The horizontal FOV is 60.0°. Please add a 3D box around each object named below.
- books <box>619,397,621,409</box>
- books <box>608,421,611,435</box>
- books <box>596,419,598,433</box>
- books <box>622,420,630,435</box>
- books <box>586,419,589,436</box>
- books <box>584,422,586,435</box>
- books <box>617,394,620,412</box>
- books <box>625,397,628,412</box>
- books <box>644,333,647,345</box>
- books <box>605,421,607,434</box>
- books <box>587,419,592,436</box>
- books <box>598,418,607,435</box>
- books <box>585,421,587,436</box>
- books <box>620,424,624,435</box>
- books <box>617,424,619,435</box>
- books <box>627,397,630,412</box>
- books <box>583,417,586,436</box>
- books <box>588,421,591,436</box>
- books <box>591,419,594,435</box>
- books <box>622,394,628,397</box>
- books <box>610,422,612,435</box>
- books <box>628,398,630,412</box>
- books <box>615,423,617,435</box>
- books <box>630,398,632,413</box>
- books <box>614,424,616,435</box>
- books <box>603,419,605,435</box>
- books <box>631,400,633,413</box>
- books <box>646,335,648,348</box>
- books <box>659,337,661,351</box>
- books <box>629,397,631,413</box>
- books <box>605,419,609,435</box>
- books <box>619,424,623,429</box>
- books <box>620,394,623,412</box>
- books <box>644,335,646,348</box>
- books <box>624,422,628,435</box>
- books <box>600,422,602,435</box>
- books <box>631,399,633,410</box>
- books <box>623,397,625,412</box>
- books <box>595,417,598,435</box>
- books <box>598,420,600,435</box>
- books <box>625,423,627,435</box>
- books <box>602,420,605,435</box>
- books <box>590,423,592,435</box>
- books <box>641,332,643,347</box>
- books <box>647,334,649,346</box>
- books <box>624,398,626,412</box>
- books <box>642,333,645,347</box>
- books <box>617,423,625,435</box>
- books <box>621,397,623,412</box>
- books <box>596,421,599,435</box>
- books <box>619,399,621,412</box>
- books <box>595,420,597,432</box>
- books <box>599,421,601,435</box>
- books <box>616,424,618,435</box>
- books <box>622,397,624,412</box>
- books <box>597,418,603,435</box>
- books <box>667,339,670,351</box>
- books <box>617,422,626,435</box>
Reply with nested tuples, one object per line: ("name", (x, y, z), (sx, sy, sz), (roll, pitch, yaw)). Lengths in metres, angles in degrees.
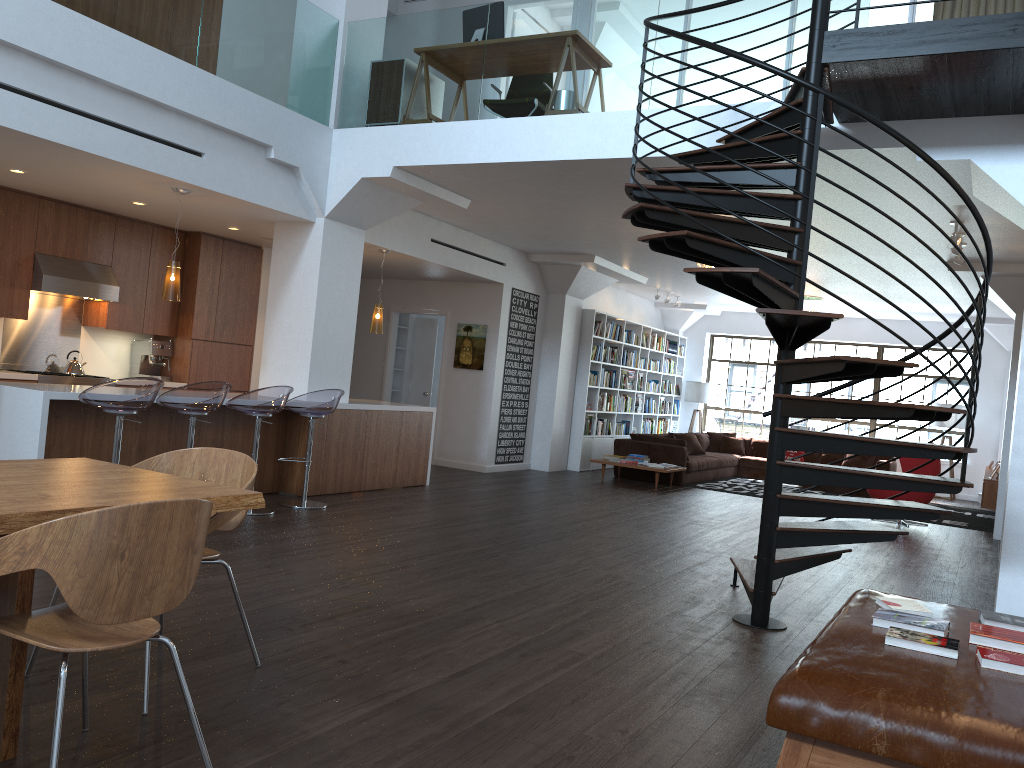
("books", (1.675, 0.322, 14.412), (0.160, 0.250, 0.026), (6, 0, 28))
("books", (1.482, 0.691, 14.148), (0.174, 0.236, 0.142), (6, 0, 28))
("books", (1.234, 0.660, 13.697), (0.160, 0.251, 0.031), (6, 0, 29))
("books", (1.910, 0.734, 14.933), (0.140, 0.231, 0.042), (6, 0, 29))
("books", (1.067, 0.649, 13.370), (0.174, 0.240, 0.054), (6, 0, 29))
("books", (1.024, 0.640, 13.309), (0.160, 0.251, 0.031), (6, 0, 29))
("books", (1.642, 0.302, 14.379), (0.198, 0.284, 0.066), (6, 0, 28))
("books", (1.819, 0.335, 14.678), (0.183, 0.253, 0.034), (6, 0, 28))
("books", (2.233, -0.750, 15.263), (0.160, 0.251, 0.031), (6, 0, 29))
("books", (1.404, 0.686, 14.039), (0.168, 0.231, 0.045), (6, 0, 29))
("books", (1.113, 0.647, 13.473), (0.183, 0.253, 0.042), (6, 0, 29))
("books", (1.394, 0.671, 13.995), (0.180, 0.259, 0.042), (6, 0, 29))
("books", (1.045, 0.655, 13.332), (0.161, 0.223, 0.032), (6, 0, 29))
("books", (1.779, 0.751, 14.682), (0.126, 0.173, 0.032), (6, 0, 29))
("books", (1.674, 0.735, 14.509), (0.134, 0.184, 0.030), (6, 0, 29))
("books", (1.852, 0.335, 14.754), (0.180, 0.259, 0.060), (6, 0, 28))
("books", (0.999, 0.620, 13.278), (0.198, 0.284, 0.049), (6, 0, 29))
("books", (1.106, 0.661, 13.434), (0.161, 0.223, 0.032), (6, 0, 29))
("books", (1.153, 0.651, 13.545), (0.180, 0.251, 0.048), (6, 0, 29))
("books", (1.830, 0.317, 14.713), (0.176, 0.290, 0.036), (6, 0, 28))
("books", (1.514, 0.709, 14.194), (0.161, 0.207, 0.135), (6, 0, 28))
("books", (1.875, 0.342, 14.790), (0.160, 0.250, 0.026), (6, 0, 28))
("books", (1.629, 0.725, 14.419), (0.136, 0.196, 0.045), (6, 0, 29))
("books", (1.912, 0.350, 14.877), (0.174, 0.240, 0.045), (6, 0, 28))
("books", (1.612, 0.726, 14.381), (0.139, 0.191, 0.036), (6, 0, 29))
("books", (1.377, 0.673, 13.959), (0.160, 0.251, 0.039), (6, 0, 29))
("books", (1.943, 0.358, 14.936), (0.168, 0.231, 0.037), (6, 0, 28))
("books", (2.255, -0.735, 15.286), (0.161, 0.223, 0.032), (6, 0, 29))
("books", (2.564, -0.720, 15.867), (0.183, 0.253, 0.034), (6, 0, 29))
("books", (1.894, 0.342, 14.843), (0.183, 0.253, 0.034), (6, 0, 28))
("books", (1.440, 0.678, 14.069), (0.183, 0.253, 0.042), (6, 0, 29))
("books", (1.765, 0.752, 14.657), (0.122, 0.169, 0.023), (6, 0, 29))
("books", (1.702, 0.305, 14.472), (0.176, 0.290, 0.053), (6, 0, 28))
("books", (2.202, -0.731, 15.187), (0.161, 0.207, 0.130), (6, 0, 28))
("books", (1.872, 0.746, 14.857), (0.146, 0.202, 0.027), (6, 0, 29))
("books", (1.312, 0.690, 13.824), (0.161, 0.223, 0.030), (6, 0, 28))
("books", (1.937, 0.361, 14.903), (0.161, 0.223, 0.026), (6, 0, 28))
("books", (1.759, 0.332, 14.578), (0.171, 0.246, 0.057), (6, 0, 28))
("books", (1.209, 0.640, 13.666), (0.198, 0.284, 0.049), (6, 0, 29))
("books", (1.268, 0.672, 13.763), (0.176, 0.231, 0.053), (6, 0, 29))
("books", (1.836, 0.742, 14.783), (0.146, 0.202, 0.027), (6, 0, 29))
("books", (1.361, 0.674, 13.924), (0.171, 0.246, 0.039), (6, 0, 29))
("books", (1.130, 0.664, 13.505), (0.161, 0.223, 0.033), (6, 0, 29))
("books", (2.131, -0.762, 15.066), (0.183, 0.253, 0.042), (6, 0, 29))
("books", (2.268, -0.747, 15.320), (0.160, 0.251, 0.039), (6, 0, 29))
("books", (1.790, 0.339, 14.649), (0.174, 0.240, 0.045), (6, 0, 28))
("books", (2.171, -0.749, 15.143), (0.174, 0.236, 0.136), (6, 0, 28))
("books", (1.805, 0.744, 14.732), (0.139, 0.191, 0.036), (6, 0, 29))
("books", (1.722, 0.325, 14.509), (0.183, 0.253, 0.034), (6, 0, 28))
("books", (1.255, 0.675, 13.720), (0.161, 0.223, 0.032), (6, 0, 29))
("books", (1.688, 0.337, 14.433), (0.161, 0.223, 0.026), (6, 0, 28))
("books", (1.200, 0.643, 13.611), (0.174, 0.278, 0.054), (6, 0, 29))
("books", (1.294, 0.679, 13.798), (0.161, 0.223, 0.033), (6, 0, 29))
("books", (1.659, 0.737, 14.464), (0.128, 0.178, 0.022), (6, 0, 29))
("books", (1.741, 0.327, 14.537), (0.183, 0.253, 0.034), (6, 0, 28))
("books", (1.323, 0.665, 13.861), (0.183, 0.253, 0.042), (6, 0, 29))
("books", (2.799, -0.699, 16.328), (0.183, 0.253, 0.042), (6, 0, 29))
("books", (1.816, 0.740, 14.763), (0.146, 0.202, 0.027), (6, 0, 29))
